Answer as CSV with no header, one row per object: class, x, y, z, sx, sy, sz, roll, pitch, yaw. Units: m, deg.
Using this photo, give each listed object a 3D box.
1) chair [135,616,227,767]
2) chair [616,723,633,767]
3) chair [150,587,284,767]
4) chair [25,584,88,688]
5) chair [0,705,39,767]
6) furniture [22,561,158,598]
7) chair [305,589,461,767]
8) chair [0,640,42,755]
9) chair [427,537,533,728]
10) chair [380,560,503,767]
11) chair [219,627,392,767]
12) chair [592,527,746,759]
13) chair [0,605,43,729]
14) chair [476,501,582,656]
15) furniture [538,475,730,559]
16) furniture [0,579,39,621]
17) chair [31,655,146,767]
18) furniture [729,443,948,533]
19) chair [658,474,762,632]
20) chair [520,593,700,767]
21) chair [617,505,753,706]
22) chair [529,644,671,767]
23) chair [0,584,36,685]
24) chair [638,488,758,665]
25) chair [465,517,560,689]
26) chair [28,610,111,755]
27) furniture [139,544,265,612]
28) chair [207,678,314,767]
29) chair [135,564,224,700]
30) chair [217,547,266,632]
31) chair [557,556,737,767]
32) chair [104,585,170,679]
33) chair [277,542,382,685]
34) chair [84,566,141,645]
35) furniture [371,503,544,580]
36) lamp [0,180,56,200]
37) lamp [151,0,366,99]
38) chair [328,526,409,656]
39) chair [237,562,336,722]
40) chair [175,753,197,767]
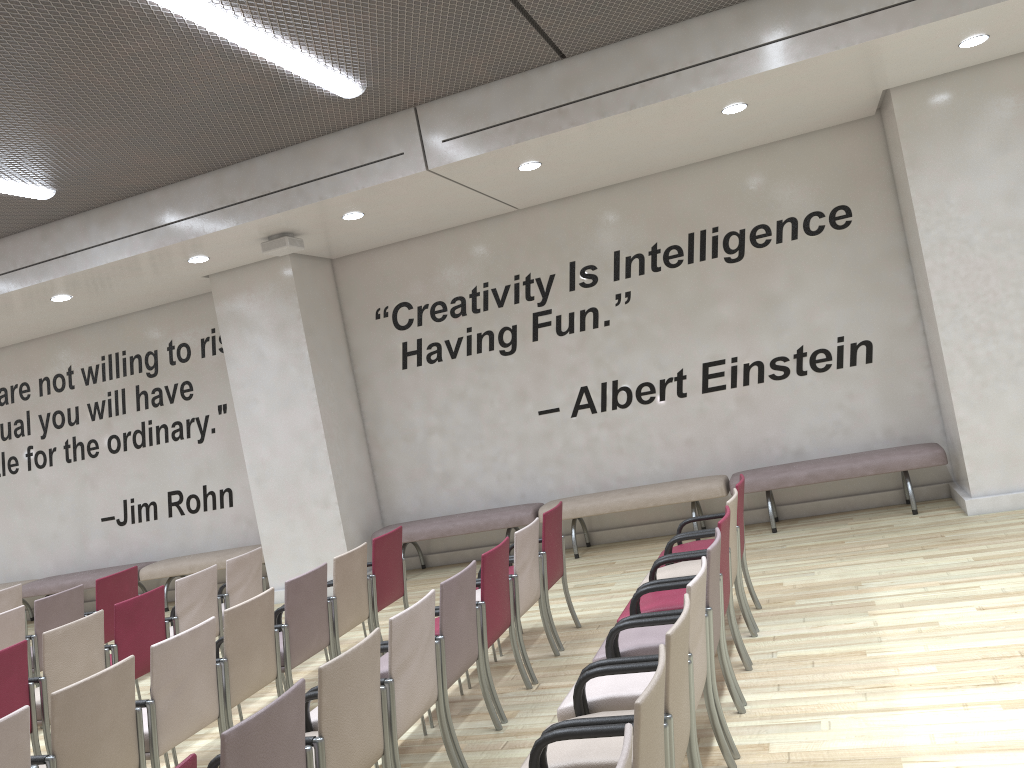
chair,-1.740,1.660,4.313,0.640,0.890,0.513,-11,0,19
chair,0.024,1.296,1.964,0.640,0.890,0.513,-11,0,18
chair,-1.583,1.632,4.824,0.640,0.890,0.513,-11,0,18
chair,-3.530,2.030,6.656,0.640,0.890,0.513,-11,0,19
chair,-2.097,1.724,3.261,0.640,0.890,0.513,-11,0,19
furniture,-5.069,2.532,10.705,1.833,0.550,0.530,-11,0,19
chair,-0.608,1.434,3.919,0.640,0.890,0.513,-11,0,19
chair,-2.894,1.891,4.706,0.640,0.890,0.513,-11,0,19
chair,-0.272,1.374,4.958,0.640,0.890,0.513,-11,0,18
chair,-0.442,1.404,4.434,0.640,0.890,0.513,-11,0,19
chair,-0.780,1.464,3.398,0.640,0.890,0.513,-11,0,19
chair,0.714,1.174,4.042,0.640,0.890,0.513,-11,0,18
chair,-3.692,2.058,6.131,0.640,0.890,0.513,-11,0,18
chair,0.090,1.310,6.007,0.640,0.890,0.513,-11,0,18
furniture,1.199,1.279,8.565,1.833,0.550,0.530,-11,0,19
furniture,-6.798,2.878,11.296,1.833,0.550,0.530,-11,0,19
chair,-1.919,1.692,3.786,0.640,0.890,0.513,-11,0,19
furniture,2.924,0.935,7.976,1.833,0.550,0.530,-11,0,19
chair,1.233,1.081,5.616,0.640,0.890,0.513,-11,0,18
chair,0.362,1.236,2.999,0.640,0.890,0.513,-11,0,19
chair,0.887,1.143,4.576,0.640,0.890,0.513,-11,0,19
chair,0.193,1.266,2.491,0.640,0.890,0.513,-11,0,18
chair,-4.499,2.227,7.557,0.640,0.890,0.513,-11,0,19
chair,1.057,1.113,5.096,0.640,0.890,0.513,-11,0,19
chair,-0.090,1.342,5.476,0.640,0.890,0.513,-11,0,19
chair,-2.718,1.859,5.225,0.640,0.890,0.513,-11,0,19
furniture,-3.345,2.188,10.117,1.833,0.550,0.530,-11,0,19
chair,-0.958,1.496,2.883,0.640,0.890,0.513,-11,0,18
chair,-2.381,1.800,6.268,0.640,0.890,0.513,-11,0,18
chair,-2.205,1.769,6.790,0.640,0.890,0.513,-11,0,18
chair,0.532,1.206,3.519,0.640,0.890,0.513,-11,0,20
chair,-2.554,1.831,5.741,0.640,0.890,0.513,-11,0,18
chair,-1.237,1.571,5.882,0.640,0.890,0.513,-11,0,18
chair,-3.339,1.995,7.181,0.640,0.890,0.513,-11,0,19
furniture,-0.529,1.625,9.155,1.833,0.550,0.530,-11,0,19
lamp,-4.285,-1.430,5.626,0.198,0.045,3.303,-11,0,19
lamp,-1.636,-1.959,4.721,0.198,0.045,3.303,-11,0,19
chair,-1.064,1.540,6.391,0.640,0.890,0.513,-11,0,19
chair,-1.398,1.600,5.351,0.640,0.890,0.513,-11,0,19
chair,-1.135,1.527,2.347,0.640,0.890,0.513,-11,0,18
